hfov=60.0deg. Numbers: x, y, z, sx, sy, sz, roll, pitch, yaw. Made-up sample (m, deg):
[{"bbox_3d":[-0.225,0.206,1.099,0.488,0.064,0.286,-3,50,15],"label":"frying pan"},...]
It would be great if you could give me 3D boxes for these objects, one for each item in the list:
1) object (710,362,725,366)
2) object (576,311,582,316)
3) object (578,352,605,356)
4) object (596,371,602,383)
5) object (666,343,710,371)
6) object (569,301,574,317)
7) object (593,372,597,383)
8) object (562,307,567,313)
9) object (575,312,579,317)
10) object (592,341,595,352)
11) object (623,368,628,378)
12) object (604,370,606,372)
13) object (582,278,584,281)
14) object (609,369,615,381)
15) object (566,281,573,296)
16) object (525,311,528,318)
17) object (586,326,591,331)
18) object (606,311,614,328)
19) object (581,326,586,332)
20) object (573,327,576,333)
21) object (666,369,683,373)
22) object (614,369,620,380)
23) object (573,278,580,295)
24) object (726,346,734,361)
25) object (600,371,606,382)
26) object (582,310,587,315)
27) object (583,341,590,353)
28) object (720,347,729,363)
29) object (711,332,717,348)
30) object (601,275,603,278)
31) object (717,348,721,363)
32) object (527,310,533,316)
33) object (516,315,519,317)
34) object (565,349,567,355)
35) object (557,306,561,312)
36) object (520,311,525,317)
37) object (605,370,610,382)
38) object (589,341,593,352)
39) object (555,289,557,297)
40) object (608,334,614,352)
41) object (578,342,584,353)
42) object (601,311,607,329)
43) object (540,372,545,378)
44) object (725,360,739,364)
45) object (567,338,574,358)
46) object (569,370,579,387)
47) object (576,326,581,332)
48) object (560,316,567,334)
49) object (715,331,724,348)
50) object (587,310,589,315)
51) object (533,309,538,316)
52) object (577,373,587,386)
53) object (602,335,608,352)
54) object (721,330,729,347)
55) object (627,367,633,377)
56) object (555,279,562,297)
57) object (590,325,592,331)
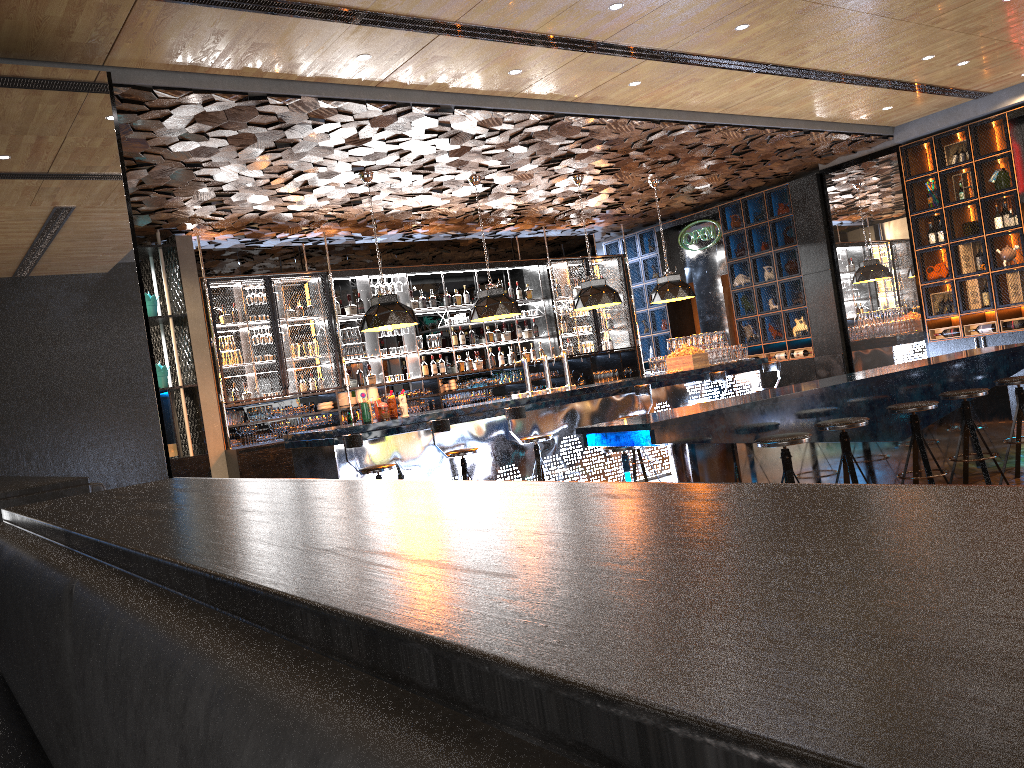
[{"bbox_3d":[2.437,-0.229,11.163,0.273,0.019,0.437,-9,0,-35],"label":"object"},{"bbox_3d":[1.025,-1.180,13.712,0.092,0.244,0.092,-9,0,-41],"label":"object"},{"bbox_3d":[1.250,-0.468,13.842,0.437,0.019,0.273,-9,0,-35],"label":"object"},{"bbox_3d":[1.343,-0.076,13.676,0.079,0.231,0.079,-9,0,-39],"label":"object"},{"bbox_3d":[2.175,-0.342,10.972,0.340,0.332,0.464,-9,0,-32],"label":"object"},{"bbox_3d":[0.930,-1.166,13.847,0.092,0.244,0.092,-9,0,-41],"label":"object"},{"bbox_3d":[1.261,-0.063,13.616,0.079,0.231,0.079,-9,0,1],"label":"object"},{"bbox_3d":[0.803,-1.135,13.586,0.089,0.092,0.089,-9,0,15],"label":"object"},{"bbox_3d":[1.019,-1.180,13.911,0.092,0.244,0.092,-9,0,-41],"label":"object"},{"bbox_3d":[1.293,-0.572,13.975,0.105,0.209,0.105,-8,0,40],"label":"object"},{"bbox_3d":[1.787,-0.141,13.985,0.101,0.227,0.101,-9,0,32],"label":"object"},{"bbox_3d":[1.473,-0.096,13.880,0.079,0.231,0.079,-9,0,-34],"label":"object"},{"bbox_3d":[1.141,-1.532,13.942,0.083,0.282,0.083,-8,0,40],"label":"object"},{"bbox_3d":[1.564,-0.110,13.832,0.079,0.231,0.079,-9,0,1],"label":"object"},{"bbox_3d":[0.888,-1.493,13.761,0.083,0.282,0.083,-9,0,-35],"label":"object"},{"bbox_3d":[0.237,-1.049,13.383,0.089,0.092,0.089,-9,0,4],"label":"object"},{"bbox_3d":[1.203,-0.869,14.030,0.089,0.092,0.089,-8,0,39],"label":"object"},{"bbox_3d":[1.563,-1.018,14.184,0.083,0.282,0.083,-9,0,-25],"label":"object"},{"bbox_3d":[1.118,-0.855,13.823,0.089,0.092,0.089,-9,0,-35],"label":"object"},{"bbox_3d":[1.000,-0.837,13.792,0.089,0.092,0.089,-9,0,22],"label":"object"},{"bbox_3d":[1.970,-0.157,10.691,0.198,0.045,0.377,-9,0,3],"label":"object"},{"bbox_3d":[1.646,-0.122,13.893,0.079,0.231,0.079,-9,0,-39],"label":"object"},{"bbox_3d":[1.013,-1.510,13.852,0.123,0.279,0.123,-9,0,-32],"label":"object"},{"bbox_3d":[2.757,-0.376,11.259,0.105,0.209,0.105,-9,0,-10],"label":"object"},{"bbox_3d":[1.409,-0.086,13.726,0.079,0.231,0.079,-9,0,31],"label":"object"},{"bbox_3d":[1.113,-1.194,13.776,0.092,0.244,0.092,-9,0,-41],"label":"object"},{"bbox_3d":[1.162,-0.551,13.745,0.105,0.209,0.105,-8,0,40],"label":"object"},{"bbox_3d":[2.675,-0.363,11.184,0.105,0.209,0.105,-9,0,-10],"label":"object"},{"bbox_3d":[2.552,-0.556,11.334,0.105,0.209,0.105,-9,0,-10],"label":"object"},{"bbox_3d":[1.465,-1.590,14.207,0.086,0.298,0.086,-9,0,19],"label":"object"},{"bbox_3d":[2.619,-0.355,11.285,0.105,0.209,0.105,-9,0,-10],"label":"object"},{"bbox_3d":[0.272,-1.054,13.200,0.089,0.092,0.089,-9,0,4],"label":"object"},{"bbox_3d":[0.057,-1.021,13.057,0.089,0.092,0.089,-8,0,40],"label":"object"},{"bbox_3d":[0.761,-0.525,13.556,0.123,0.279,0.123,-8,0,44],"label":"object"},{"bbox_3d":[0.704,-1.141,13.533,0.089,0.092,0.089,-9,0,-10],"label":"object"},{"bbox_3d":[0.157,-1.036,13.164,0.089,0.092,0.089,-9,0,-36],"label":"object"},{"bbox_3d":[1.489,-0.098,13.782,0.079,0.231,0.079,-9,0,-8],"label":"object"},{"bbox_3d":[1.224,-0.561,13.866,0.105,0.209,0.105,-8,0,40],"label":"object"},{"bbox_3d":[0.603,-1.446,13.540,0.123,0.279,0.123,-9,0,-27],"label":"object"},{"bbox_3d":[1.567,-0.658,14.167,0.086,0.298,0.086,-9,0,14],"label":"object"},{"bbox_3d":[1.091,-0.540,13.835,0.105,0.209,0.105,-8,0,40],"label":"object"},{"bbox_3d":[1.450,-1.010,14.108,0.086,0.299,0.086,-9,0,14],"label":"object"},{"bbox_3d":[0.462,-0.138,13.082,0.084,0.082,0.084,-8,0,37],"label":"object"},{"bbox_3d":[2.660,-0.263,11.333,0.273,0.019,0.437,-9,0,-35],"label":"object"},{"bbox_3d":[0.887,-0.555,13.668,0.086,0.299,0.086,-9,0,14],"label":"object"},{"bbox_3d":[0.918,-0.053,13.529,0.170,0.313,0.170,-9,0,-41],"label":"object"},{"bbox_3d":[1.027,-0.841,13.688,0.089,0.092,0.089,-8,0,39],"label":"object"},{"bbox_3d":[0.787,-0.906,13.647,0.086,0.298,0.086,-9,0,14],"label":"object"},{"bbox_3d":[2.626,-0.567,11.244,0.105,0.209,0.105,-9,0,-10],"label":"object"},{"bbox_3d":[1.193,-1.206,13.833,0.092,0.244,0.092,-9,0,-41],"label":"object"},{"bbox_3d":[0.349,-1.066,13.263,0.089,0.092,0.089,-8,0,40],"label":"object"},{"bbox_3d":[1.069,-0.042,13.564,0.158,0.248,0.158,-9,0,-41],"label":"object"},{"bbox_3d":[1.475,-0.637,14.083,0.083,0.282,0.083,-8,0,40],"label":"object"},{"bbox_3d":[2.697,-0.578,11.300,0.105,0.209,0.105,-9,0,-10],"label":"object"},{"bbox_3d":[1.880,-0.156,14.100,0.101,0.227,0.101,-9,0,32],"label":"object"},{"bbox_3d":[0.713,-1.473,13.641,0.086,0.297,0.086,-9,0,14],"label":"object"},{"bbox_3d":[1.268,-0.878,13.856,0.089,0.092,0.089,-8,0,39],"label":"object"}]
